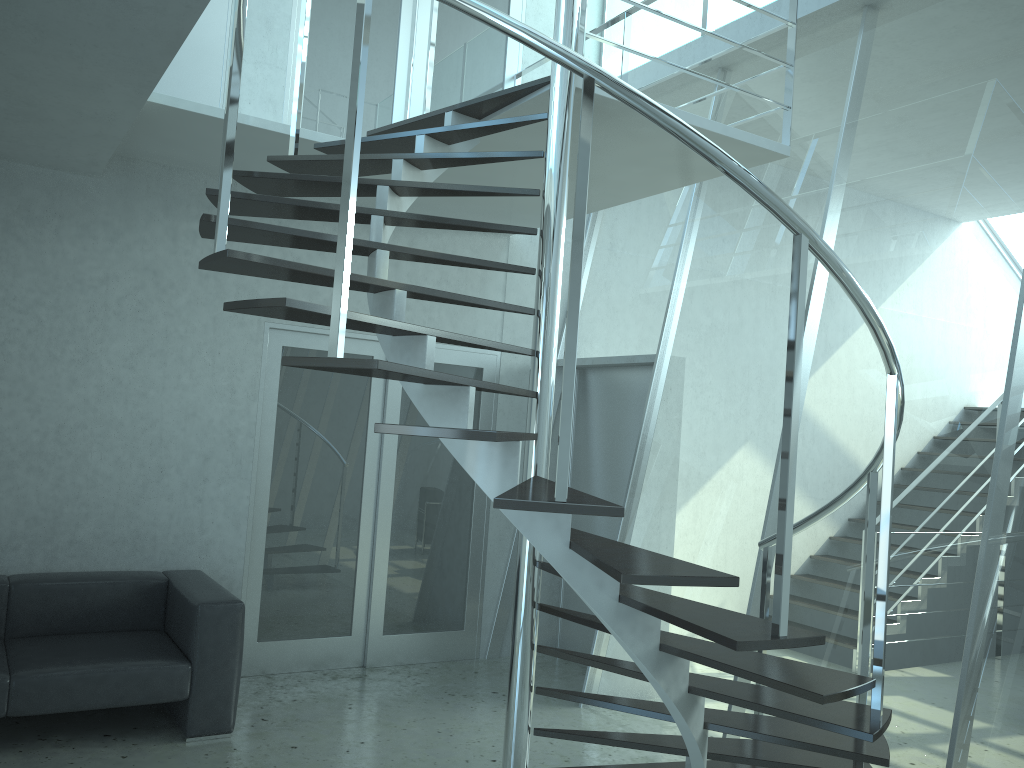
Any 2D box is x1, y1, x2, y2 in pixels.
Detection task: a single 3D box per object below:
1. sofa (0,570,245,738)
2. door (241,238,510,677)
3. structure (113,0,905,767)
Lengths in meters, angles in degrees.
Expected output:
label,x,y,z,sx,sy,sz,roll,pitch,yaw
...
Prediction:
label,x,y,z,sx,sy,sz,roll,pitch,yaw
sofa,-2.399,1.292,4.201,2.025,0.652,0.943,6,-3,-32
door,-0.654,0.475,6.445,1.162,3.200,2.576,3,-3,16
structure,-0.208,-0.303,3.920,2.655,4.156,3.780,6,-3,-32
